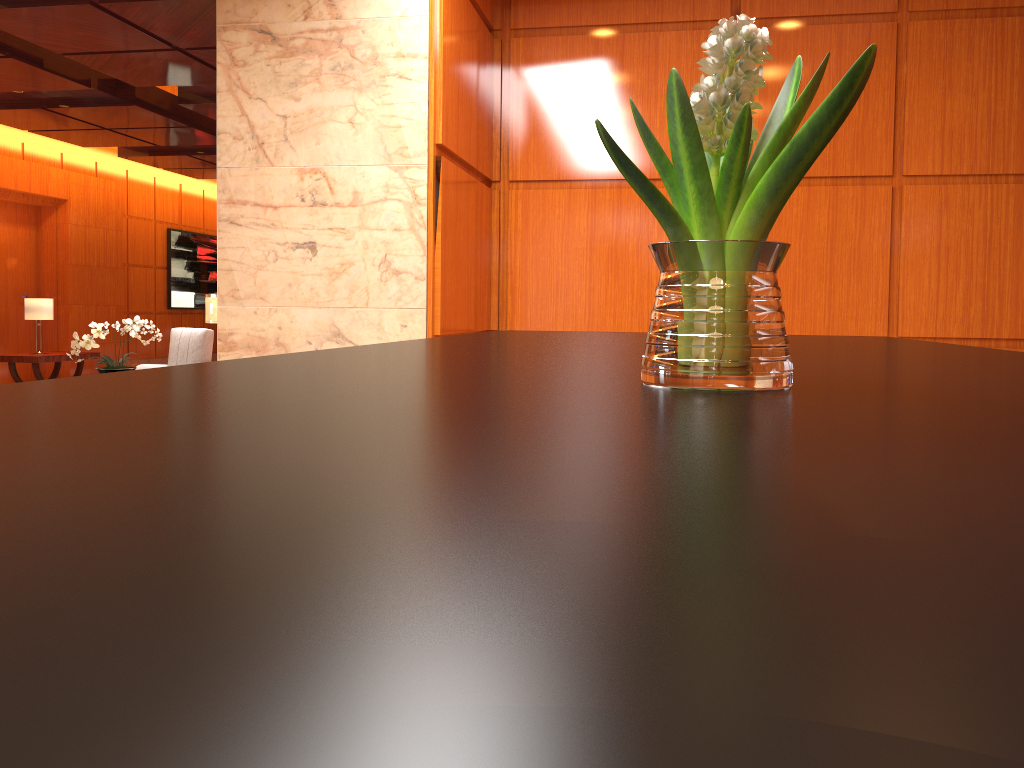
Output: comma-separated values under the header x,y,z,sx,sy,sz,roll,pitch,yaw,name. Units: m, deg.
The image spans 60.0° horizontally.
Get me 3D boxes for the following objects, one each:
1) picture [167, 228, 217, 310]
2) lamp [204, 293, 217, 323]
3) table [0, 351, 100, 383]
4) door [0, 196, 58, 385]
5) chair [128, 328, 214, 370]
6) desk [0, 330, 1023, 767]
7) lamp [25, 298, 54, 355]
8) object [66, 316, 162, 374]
x,y,z,sx,sy,sz,roll,pitch,yaw,name
-5.978,-2.144,16.862,0.056,1.449,2.001,1,4,10,picture
-1.645,-0.284,5.438,0.459,0.808,0.459,2,3,19,lamp
-6.218,-0.137,11.857,0.725,0.533,1.170,2,4,13,table
-7.037,-1.252,12.419,0.340,2.646,1.503,1,3,10,door
-3.519,-0.100,9.190,0.738,0.959,0.629,3,4,29,chair
0.164,0.563,0.749,0.941,1.138,2.932,1,5,10,desk
-3.029,-0.264,6.258,0.335,0.733,13.024,-1,5,-30,lamp
-3.478,-0.294,7.774,0.788,0.616,0.418,0,3,-13,object
